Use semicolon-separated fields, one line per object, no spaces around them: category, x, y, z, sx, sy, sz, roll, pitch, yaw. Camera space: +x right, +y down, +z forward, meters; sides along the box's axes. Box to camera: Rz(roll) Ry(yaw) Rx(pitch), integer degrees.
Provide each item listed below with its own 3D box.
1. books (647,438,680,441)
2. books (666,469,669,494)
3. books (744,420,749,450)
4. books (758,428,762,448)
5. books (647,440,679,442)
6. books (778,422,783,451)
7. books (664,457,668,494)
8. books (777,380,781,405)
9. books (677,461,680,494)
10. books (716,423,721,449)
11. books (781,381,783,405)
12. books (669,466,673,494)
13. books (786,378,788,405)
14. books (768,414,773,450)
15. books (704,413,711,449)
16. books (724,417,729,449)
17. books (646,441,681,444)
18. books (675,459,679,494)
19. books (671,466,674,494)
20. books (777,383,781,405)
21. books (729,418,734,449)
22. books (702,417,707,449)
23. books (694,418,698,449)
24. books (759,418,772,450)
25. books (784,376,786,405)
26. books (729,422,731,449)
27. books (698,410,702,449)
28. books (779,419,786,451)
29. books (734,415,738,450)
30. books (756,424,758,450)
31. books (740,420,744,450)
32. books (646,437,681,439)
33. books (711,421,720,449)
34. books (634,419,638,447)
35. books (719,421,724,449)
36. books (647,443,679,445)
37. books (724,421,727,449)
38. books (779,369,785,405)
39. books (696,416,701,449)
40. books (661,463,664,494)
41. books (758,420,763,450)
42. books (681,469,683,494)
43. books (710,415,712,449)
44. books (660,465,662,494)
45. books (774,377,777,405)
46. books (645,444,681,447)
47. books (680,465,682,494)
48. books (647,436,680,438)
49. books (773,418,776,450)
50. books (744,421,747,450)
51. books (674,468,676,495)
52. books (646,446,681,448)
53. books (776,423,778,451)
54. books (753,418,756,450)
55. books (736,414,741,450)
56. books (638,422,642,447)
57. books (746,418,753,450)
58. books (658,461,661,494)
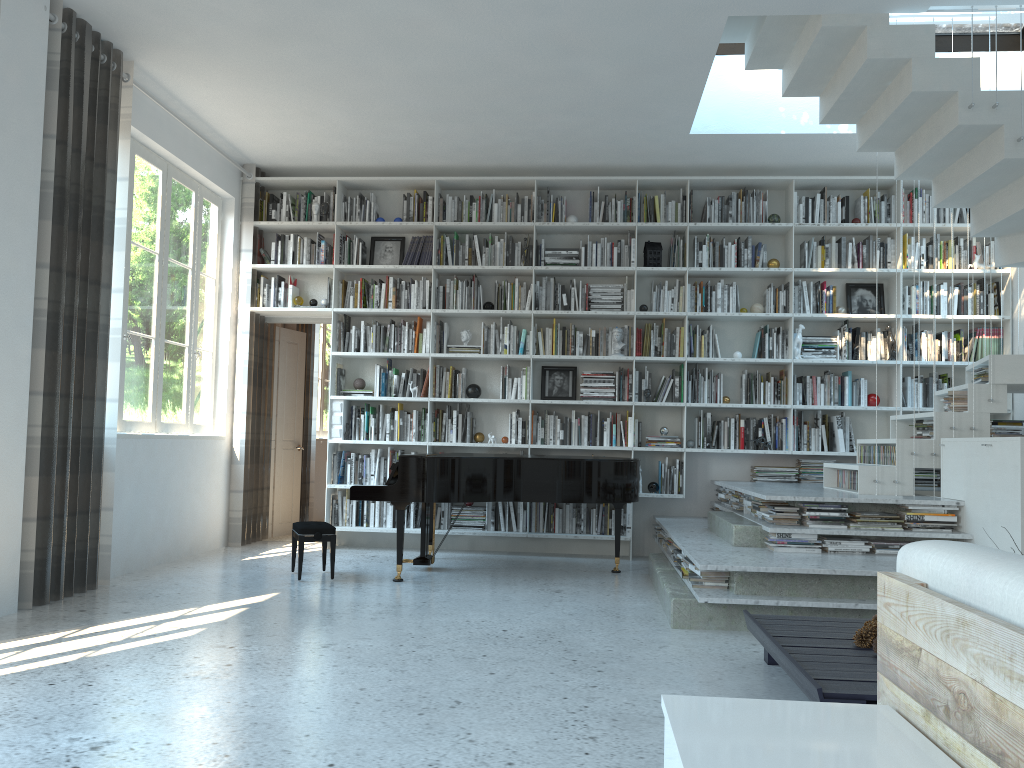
books;1.244;0.458;7.291;0.254;0.012;0.161;1;-4;5
books;1.273;0.795;7.249;0.013;0.202;0.139;1;-3;5
books;1.930;0.421;7.308;0.021;0.242;0.131;1;-3;5
books;2.024;0.452;7.284;0.025;0.181;0.169;1;-3;5
books;1.246;0.471;7.301;0.254;0.012;0.161;1;-4;10
books;2.186;0.431;7.261;0.025;0.228;0.176;1;-3;5
books;1.251;0.746;7.255;0.032;0.300;0.149;1;-3;5
books;2.192;0.078;7.299;0.016;0.205;0.141;1;-3;5
books;1.357;0.762;7.247;0.015;0.270;0.157;1;-3;5
books;1.705;0.428;7.314;0.011;0.217;0.175;1;-3;5
books;2.206;0.078;7.288;0.013;0.203;0.158;1;-3;5
books;1.290;0.782;7.224;0.026;0.224;0.175;1;-3;5
books;2.250;0.070;7.300;0.009;0.223;0.146;1;-3;5
books;2.124;0.398;7.285;0.013;0.293;0.134;1;-3;5
books;1.609;0.387;7.308;0.030;0.294;0.188;1;-3;5
books;1.771;0.405;7.313;0.014;0.267;0.171;1;-3;5
books;1.245;0.483;7.296;0.285;0.012;0.159;1;-4;8
books;1.338;0.754;7.228;0.021;0.284;0.172;1;-3;5
books;1.310;0.783;7.238;0.012;0.225;0.149;1;-3;5
books;2.174;0.088;7.272;0.016;0.180;0.189;1;-3;5
books;1.802;0.412;7.299;0.025;0.252;0.181;1;-3;5
books;1.582;0.406;7.310;0.023;0.256;0.178;1;-3;5
books;1.519;0.407;7.334;0.012;0.254;0.161;1;-3;5
books;2.081;0.411;7.278;0.070;0.266;0.186;1;-3;5
books;2.231;0.062;7.307;0.019;0.240;0.134;1;-3;5
books;1.784;0.428;7.316;0.012;0.221;0.153;1;-3;5
books;1.552;0.375;7.314;0.010;0.316;0.187;1;-3;5
books;2.213;0.417;7.266;0.026;0.258;0.157;1;-3;5
books;1.847;0.398;7.314;0.012;0.285;0.159;1;-3;5
books;2.002;0.437;7.293;0.022;0.211;0.135;1;-3;5
books;1.878;0.418;7.291;0.031;0.244;0.184;1;-3;5
books;1.246;0.446;7.301;0.285;0.012;0.159;1;-4;9
books;1.667;0.421;7.316;0.065;0.231;0.162;1;-3;5
books;1.030;0.411;7.383;0.027;0.228;0.141;1;-3;5
books;1.726;0.421;7.322;0.029;0.234;0.142;1;-3;5
books;1.245;0.495;7.298;0.254;0.012;0.161;1;-4;11
books;1.752;0.424;7.316;0.024;0.228;0.160;1;-3;5
books;2.216;0.032;7.283;0.007;0.295;0.162;1;-3;5
books;1.535;0.402;7.313;0.023;0.262;0.186;1;-3;5
books;1.226;0.771;7.237;0.014;0.245;0.176;1;-3;5
books;2.043;0.419;7.286;0.012;0.249;0.164;1;-3;5
books;1.383;0.795;7.242;0.012;0.206;0.161;1;-3;5
books;1.630;0.397;7.315;0.010;0.277;0.174;1;-3;5
books;1.214;0.780;7.255;0.012;0.229;0.129;1;-3;5
books;2.158;0.064;7.301;0.021;0.231;0.155;1;-3;5
books;1.245;0.507;7.300;0.285;0.012;0.159;1;-4;10
books;1.369;0.781;7.231;0.013;0.233;0.149;1;-3;5
books;1.245;0.434;7.295;0.254;0.012;0.161;0;-4;14
books;2.140;0.413;7.283;0.021;0.264;0.150;1;-3;5
books;1.907;0.422;7.303;0.025;0.237;0.156;1;-3;5
books;1.320;0.789;7.220;0.011;0.212;0.178;1;-3;5
books;1.244;0.519;7.294;0.285;0.012;0.159;1;-4;8
books;2.156;0.435;7.268;0.013;0.220;0.168;1;-3;5
books;1.978;0.411;7.295;0.026;0.263;0.169;1;-3;5
books;1.857;0.393;7.292;0.012;0.293;0.175;1;-3;5
books;1.059;0.421;7.382;0.030;0.210;0.136;1;-3;5
books;1.952;0.410;7.290;0.026;0.262;0.173;1;-3;5
books;1.205;0.762;7.248;0.005;0.264;0.162;1;-3;5
